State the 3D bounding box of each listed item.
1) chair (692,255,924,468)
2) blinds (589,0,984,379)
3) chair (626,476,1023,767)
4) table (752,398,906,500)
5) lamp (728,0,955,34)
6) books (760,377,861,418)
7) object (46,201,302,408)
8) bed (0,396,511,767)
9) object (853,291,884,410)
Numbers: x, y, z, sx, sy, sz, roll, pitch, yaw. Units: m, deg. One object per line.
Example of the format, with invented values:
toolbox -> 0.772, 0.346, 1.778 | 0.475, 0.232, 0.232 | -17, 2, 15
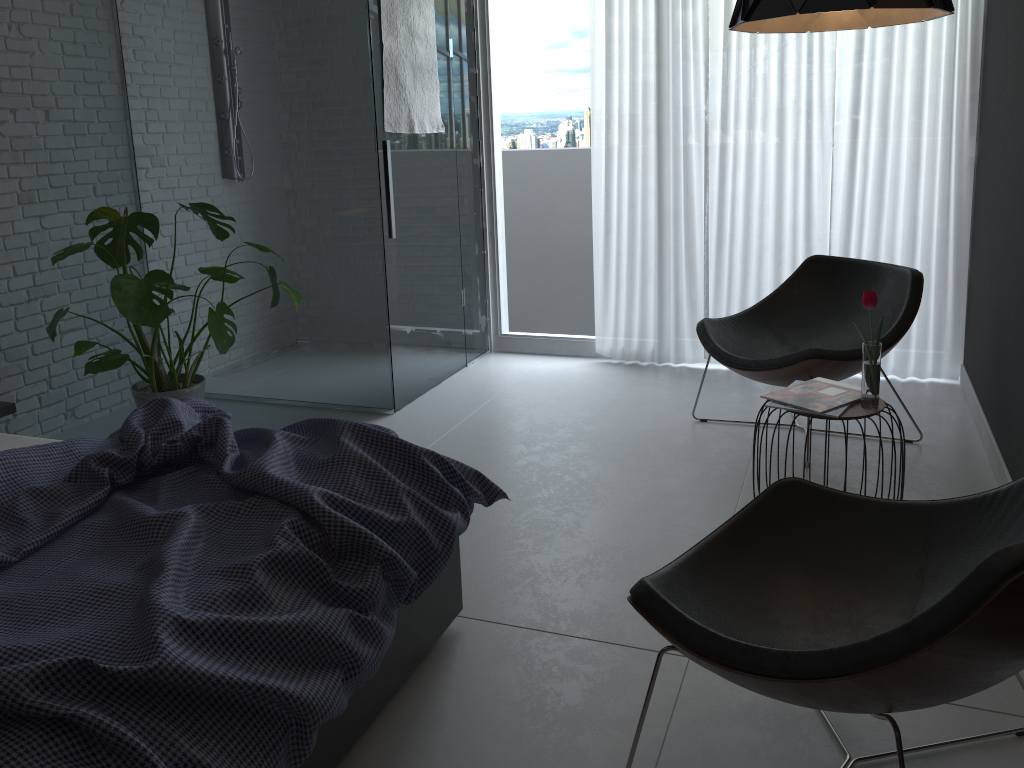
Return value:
chair -> 1.239, -0.143, 3.701 | 0.818, 0.679, 0.801 | -9, 16, -25
blinds -> 1.281, -1.376, 4.372 | 1.855, 2.652, 0.139 | 3, 13, 21
chair -> 0.682, 0.457, 1.714 | 0.819, 0.679, 0.799 | 11, 19, 41
table -> 0.996, 0.260, 2.798 | 0.450, 0.428, 0.459 | -2, 14, -1
lamp -> 0.914, -1.471, 2.442 | 0.586, 0.888, 0.615 | 8, 17, 38
books -> -2.950, 0.360, 2.820 | 8.234, 0.366, 0.413 | -2, 14, 0
object -> -1.405, -0.250, 3.790 | 0.856, 1.031, 1.002 | 9, 18, 38
bed -> -1.516, -0.188, 1.848 | 2.611, 2.008, 2.604 | 3, 16, 21
object -> 1.066, -0.100, 2.640 | 0.077, 0.349, 0.067 | -11, 15, -36
